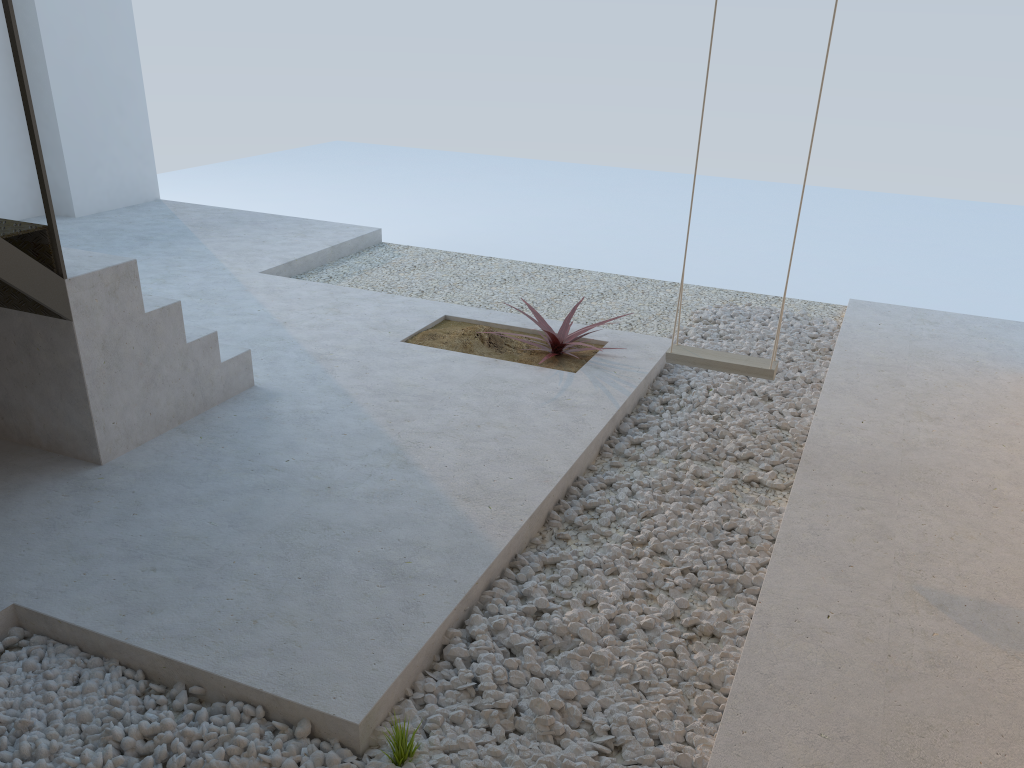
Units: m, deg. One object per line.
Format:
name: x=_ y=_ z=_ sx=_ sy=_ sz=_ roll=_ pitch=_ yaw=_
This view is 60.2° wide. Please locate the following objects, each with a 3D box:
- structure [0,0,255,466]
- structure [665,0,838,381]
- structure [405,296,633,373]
structure: x=-2.971 y=-0.854 z=0.792 sx=1.151 sy=4.098 sz=6.350 roll=12 pitch=26 yaw=21
structure: x=0.931 y=-0.929 z=3.399 sx=0.459 sy=1.938 sz=0.125 roll=12 pitch=28 yaw=19
structure: x=0.034 y=-0.286 z=4.832 sx=1.196 sy=0.303 sz=0.724 roll=11 pitch=25 yaw=20
